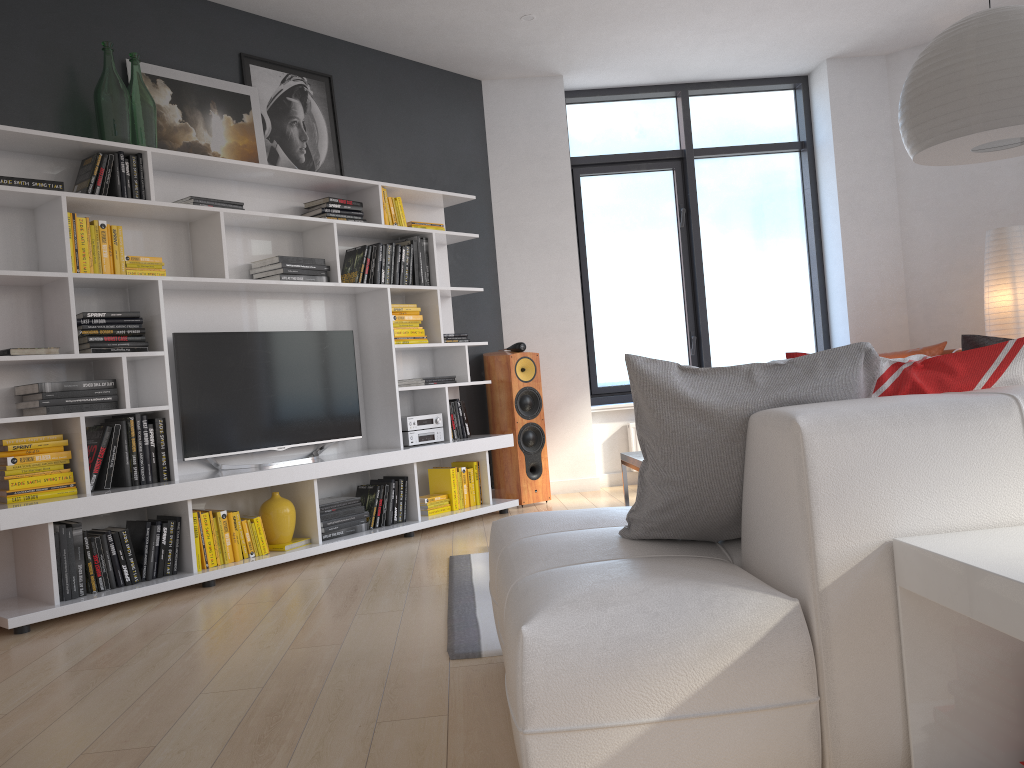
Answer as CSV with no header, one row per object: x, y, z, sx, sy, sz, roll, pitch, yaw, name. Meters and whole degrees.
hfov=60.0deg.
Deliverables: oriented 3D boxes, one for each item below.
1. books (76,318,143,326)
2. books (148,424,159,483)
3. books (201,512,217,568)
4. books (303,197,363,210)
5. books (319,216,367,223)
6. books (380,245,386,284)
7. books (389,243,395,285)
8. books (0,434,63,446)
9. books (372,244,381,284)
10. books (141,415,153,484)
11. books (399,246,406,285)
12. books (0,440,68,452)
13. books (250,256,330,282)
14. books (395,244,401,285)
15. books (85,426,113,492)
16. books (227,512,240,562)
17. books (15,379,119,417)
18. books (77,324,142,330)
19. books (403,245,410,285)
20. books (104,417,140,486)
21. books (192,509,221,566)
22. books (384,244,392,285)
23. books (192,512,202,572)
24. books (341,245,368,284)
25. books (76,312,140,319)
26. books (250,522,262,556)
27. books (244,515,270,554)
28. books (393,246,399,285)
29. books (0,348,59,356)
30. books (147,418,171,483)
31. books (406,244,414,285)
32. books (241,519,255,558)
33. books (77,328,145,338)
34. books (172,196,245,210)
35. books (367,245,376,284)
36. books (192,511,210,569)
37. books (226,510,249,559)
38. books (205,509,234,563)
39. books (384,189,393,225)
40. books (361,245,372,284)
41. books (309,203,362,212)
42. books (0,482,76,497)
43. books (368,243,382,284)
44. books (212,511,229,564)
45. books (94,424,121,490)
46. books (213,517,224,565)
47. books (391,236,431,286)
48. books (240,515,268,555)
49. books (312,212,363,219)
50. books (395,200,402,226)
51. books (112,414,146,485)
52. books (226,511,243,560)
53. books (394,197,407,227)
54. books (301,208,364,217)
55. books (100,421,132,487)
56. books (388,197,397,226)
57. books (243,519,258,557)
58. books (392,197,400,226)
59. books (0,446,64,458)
-1.874,-0.277,4.069,0.284,0.030,0.214,-5,0,-40,books
-1.726,0.326,4.150,0.200,0.272,0.028,-5,0,41,books
-1.490,0.736,4.208,0.198,0.258,0.066,-5,0,41,books
-1.025,-1.024,5.088,0.209,0.030,0.266,-5,0,35,books
-1.011,-0.919,5.082,0.214,0.030,0.284,-5,0,45,books
-0.818,-0.688,5.247,0.179,0.243,0.068,-5,0,40,books
-0.776,-0.702,5.305,0.197,0.260,0.066,-5,0,41,books
-2.088,0.242,3.819,0.234,0.024,0.171,-5,0,-44,books
-0.836,-0.686,5.197,0.172,0.242,0.069,-5,0,42,books
-1.754,0.309,4.129,0.239,0.315,0.034,-5,0,41,books
-0.717,-0.699,5.348,0.179,0.243,0.071,-5,0,40,books
-2.061,0.265,3.811,0.234,0.024,0.171,-5,0,-44,books
-1.211,-0.604,4.849,0.277,0.137,0.343,-5,0,36,books
-0.745,-0.701,5.337,0.192,0.254,0.075,-5,0,40,books
-1.898,0.336,3.976,0.232,0.284,0.142,-5,0,41,books
-1.388,0.736,4.287,0.169,0.240,0.043,-5,0,40,books
-1.972,0.063,3.928,0.277,0.137,0.343,-5,0,41,books
-1.860,-0.252,4.052,0.189,0.020,0.264,-5,0,45,books
-0.701,-0.703,5.384,0.191,0.249,0.084,-5,0,41,books
-1.793,0.312,4.080,0.237,0.314,0.034,-5,0,41,books
-1.470,0.731,4.230,0.202,0.267,0.038,-5,0,42,books
-0.797,-0.695,5.278,0.191,0.249,0.084,-5,0,41,books
-1.520,0.732,4.134,0.204,0.270,0.029,-5,0,41,books
-0.917,-0.677,5.136,0.182,0.234,0.104,-5,0,41,books
-1.855,-0.306,4.051,0.246,0.026,0.180,-5,0,-41,books
-1.290,0.764,4.374,0.113,0.169,0.049,-5,0,40,books
-1.277,0.750,4.427,0.149,0.193,0.046,-5,0,42,books
-0.740,-0.694,5.302,0.172,0.242,0.069,-5,0,42,books
-2.090,-0.126,3.765,0.266,0.030,0.209,-5,0,35,books
-1.701,0.313,4.181,0.230,0.297,0.051,-5,0,41,books
-0.680,-0.710,5.410,0.197,0.260,0.066,-5,0,41,books
-1.332,0.757,4.357,0.138,0.188,0.056,-5,0,41,books
-1.855,-0.227,4.050,0.284,0.030,0.214,-5,0,-40,books
-1.549,-0.883,4.464,0.250,0.047,0.310,-5,0,37,books
-0.868,-0.681,5.179,0.169,0.233,0.081,-5,0,40,books
-1.510,0.731,4.177,0.213,0.271,0.048,-5,0,41,books
-1.373,0.737,4.348,0.172,0.235,0.056,-5,0,41,books
-1.424,0.733,4.277,0.185,0.252,0.055,-5,0,40,books
-0.792,-1.035,5.289,0.164,0.224,0.054,-5,0,41,books
-0.899,-0.677,5.165,0.187,0.234,0.096,-5,0,42,books
-1.012,-0.998,5.083,0.180,0.026,0.246,-5,0,44,books
-2.045,0.449,3.792,0.213,0.025,0.269,-5,0,44,books
-0.841,-0.693,5.231,0.192,0.254,0.075,-5,0,40,books
-1.433,0.734,4.251,0.180,0.252,0.041,-5,0,41,books
-1.851,0.329,4.002,0.210,0.289,0.100,-5,0,40,books
-1.443,0.748,4.232,0.156,0.230,0.042,-5,0,40,books
-0.639,-0.739,5.501,0.259,0.321,0.128,-5,0,41,books
-1.286,0.751,4.403,0.148,0.193,0.067,-5,0,42,books
-1.017,-0.944,5.083,0.189,0.020,0.264,-5,0,40,books
-0.713,-1.009,5.314,0.108,0.161,0.046,-5,0,40,books
-1.774,0.305,4.107,0.237,0.326,0.026,-5,0,41,books
-1.387,0.738,4.318,0.171,0.235,0.043,-5,0,40,books
-0.710,-1.021,5.342,0.141,0.184,0.064,-5,0,42,books
-1.032,-0.968,5.098,0.214,0.030,0.284,-5,0,45,books
-1.809,0.322,4.053,0.213,0.301,0.028,-5,0,41,books
-0.754,-1.015,5.298,0.132,0.180,0.054,-5,0,41,books
-1.313,0.756,4.368,0.134,0.187,0.046,-5,0,41,books
-0.735,-1.016,5.308,0.128,0.178,0.044,-5,0,41,books
-2.067,0.290,3.807,0.238,0.023,0.167,-5,0,-33,books
